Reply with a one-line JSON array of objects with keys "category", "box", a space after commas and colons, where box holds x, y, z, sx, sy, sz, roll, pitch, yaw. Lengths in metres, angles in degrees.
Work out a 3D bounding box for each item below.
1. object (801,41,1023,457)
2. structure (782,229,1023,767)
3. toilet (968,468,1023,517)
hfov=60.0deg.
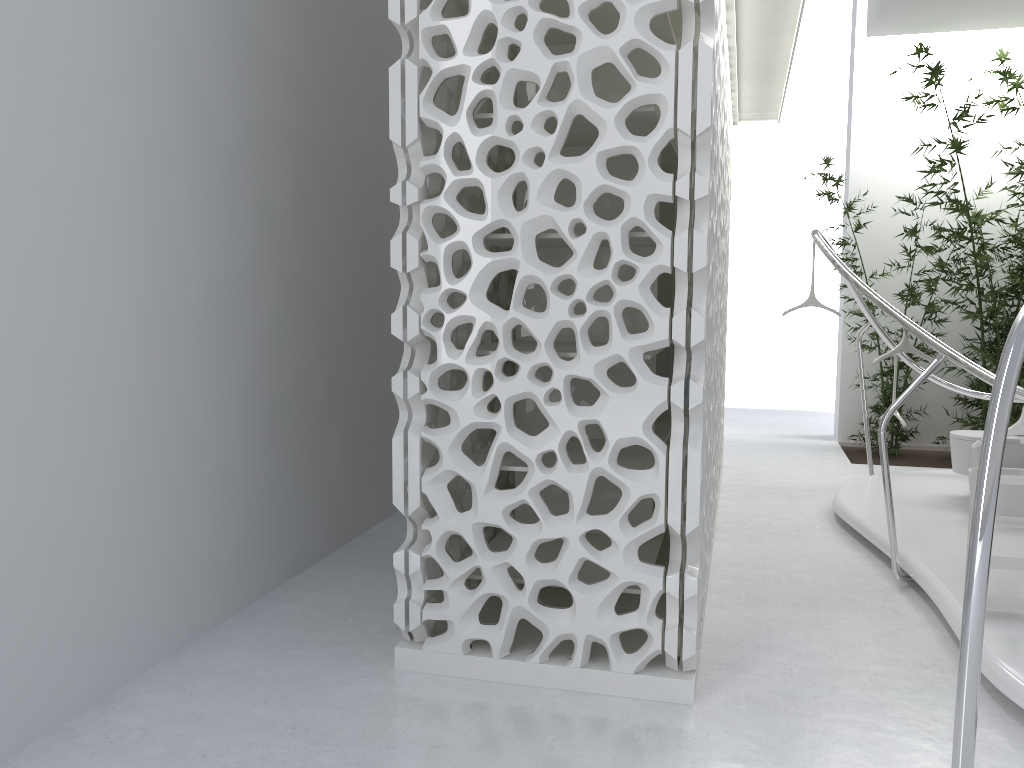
[{"category": "object", "box": [5.700, -1.148, 7.898, 4.097, 4.038, 4.664, -3, 7, -26]}, {"category": "structure", "box": [4.436, 0.112, 4.666, 5.433, 2.080, 5.250, 1, 6, 10]}, {"category": "toilet", "box": [3.287, 0.729, 5.803, 0.561, 0.300, 0.354, 2, 6, 14]}]
